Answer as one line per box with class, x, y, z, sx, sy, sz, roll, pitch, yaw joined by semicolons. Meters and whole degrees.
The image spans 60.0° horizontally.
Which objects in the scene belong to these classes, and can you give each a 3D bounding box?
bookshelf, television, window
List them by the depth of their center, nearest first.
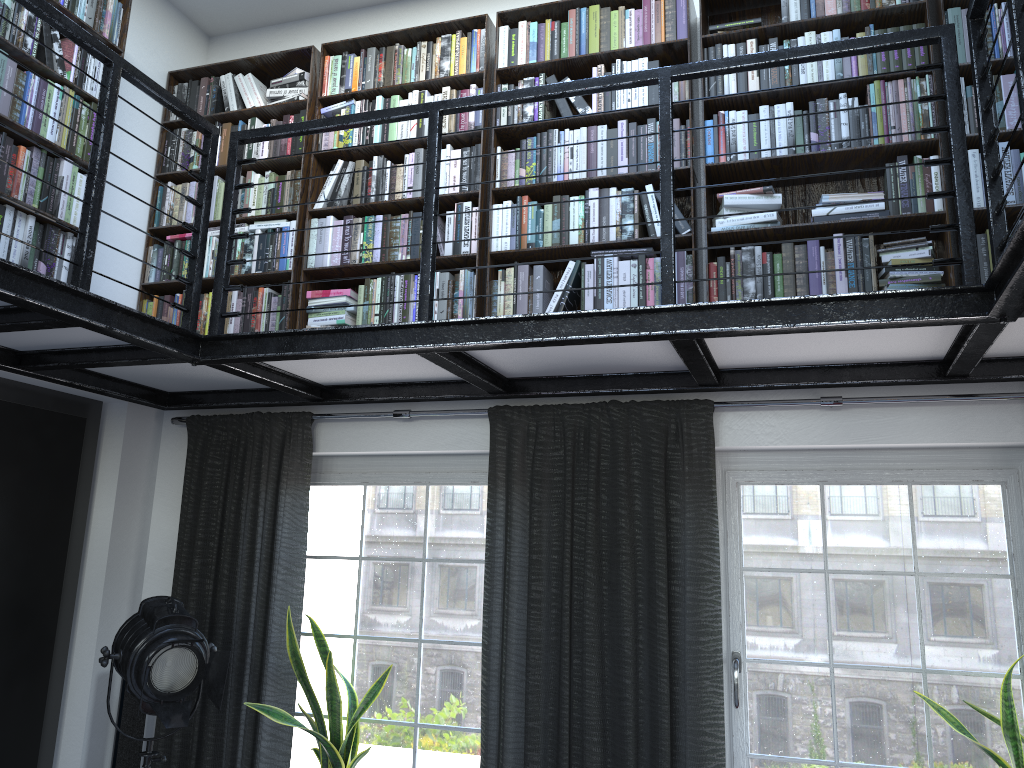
television;-2.488;0.944;2.366;0.116;2.448;3.326;-3;-13;19
bookshelf;-0.079;-1.148;2.513;4.473;1.630;3.064;-2;-13;19
window;1.349;1.039;3.271;1.166;1.619;0.132;-3;-14;18
window;-0.551;1.114;3.908;1.166;1.619;0.132;-3;-14;18

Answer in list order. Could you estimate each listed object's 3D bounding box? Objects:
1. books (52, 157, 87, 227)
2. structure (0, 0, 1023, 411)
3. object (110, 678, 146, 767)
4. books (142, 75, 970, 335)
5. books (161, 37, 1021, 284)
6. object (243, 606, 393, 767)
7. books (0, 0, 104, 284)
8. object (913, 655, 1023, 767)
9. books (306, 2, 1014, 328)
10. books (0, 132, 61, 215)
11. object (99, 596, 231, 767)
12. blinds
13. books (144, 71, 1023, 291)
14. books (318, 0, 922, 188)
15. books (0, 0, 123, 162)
books;-0.118;-1.106;2.402;4.333;1.150;1.586;-2;-13;18
structure;-0.374;0.335;1.421;4.486;3.383;4.579;-3;-13;19
object;-1.694;1.874;3.776;0.157;1.231;0.156;-7;-16;33
books;0.184;-1.051;3.348;4.432;1.441;1.275;-3;-13;20
books;0.353;-0.942;3.783;4.439;1.408;0.240;-2;-14;19
object;-0.888;1.394;3.679;0.552;0.948;0.522;-6;-15;29
books;-0.202;-1.295;2.152;4.374;1.421;2.188;-2;-13;18
object;1.629;1.289;2.811;0.553;0.948;0.521;0;-13;8
books;0.708;-0.816;3.647;3.390;1.132;0.238;-2;-14;18
books;-0.013;-1.191;2.642;4.381;1.417;1.160;-2;-13;19
object;-0.228;1.611;3.179;2.905;1.592;0.747;1;-13;3
blinds;-0.426;1.262;3.598;2.507;2.406;0.124;-3;-14;19
books;0.355;-0.952;3.789;4.433;1.424;0.225;-2;-14;18
books;0.362;-1.230;3.866;2.635;0.835;0.211;-2;-14;19
books;-2.192;-1.232;2.796;0.315;1.435;2.189;-3;-13;19
